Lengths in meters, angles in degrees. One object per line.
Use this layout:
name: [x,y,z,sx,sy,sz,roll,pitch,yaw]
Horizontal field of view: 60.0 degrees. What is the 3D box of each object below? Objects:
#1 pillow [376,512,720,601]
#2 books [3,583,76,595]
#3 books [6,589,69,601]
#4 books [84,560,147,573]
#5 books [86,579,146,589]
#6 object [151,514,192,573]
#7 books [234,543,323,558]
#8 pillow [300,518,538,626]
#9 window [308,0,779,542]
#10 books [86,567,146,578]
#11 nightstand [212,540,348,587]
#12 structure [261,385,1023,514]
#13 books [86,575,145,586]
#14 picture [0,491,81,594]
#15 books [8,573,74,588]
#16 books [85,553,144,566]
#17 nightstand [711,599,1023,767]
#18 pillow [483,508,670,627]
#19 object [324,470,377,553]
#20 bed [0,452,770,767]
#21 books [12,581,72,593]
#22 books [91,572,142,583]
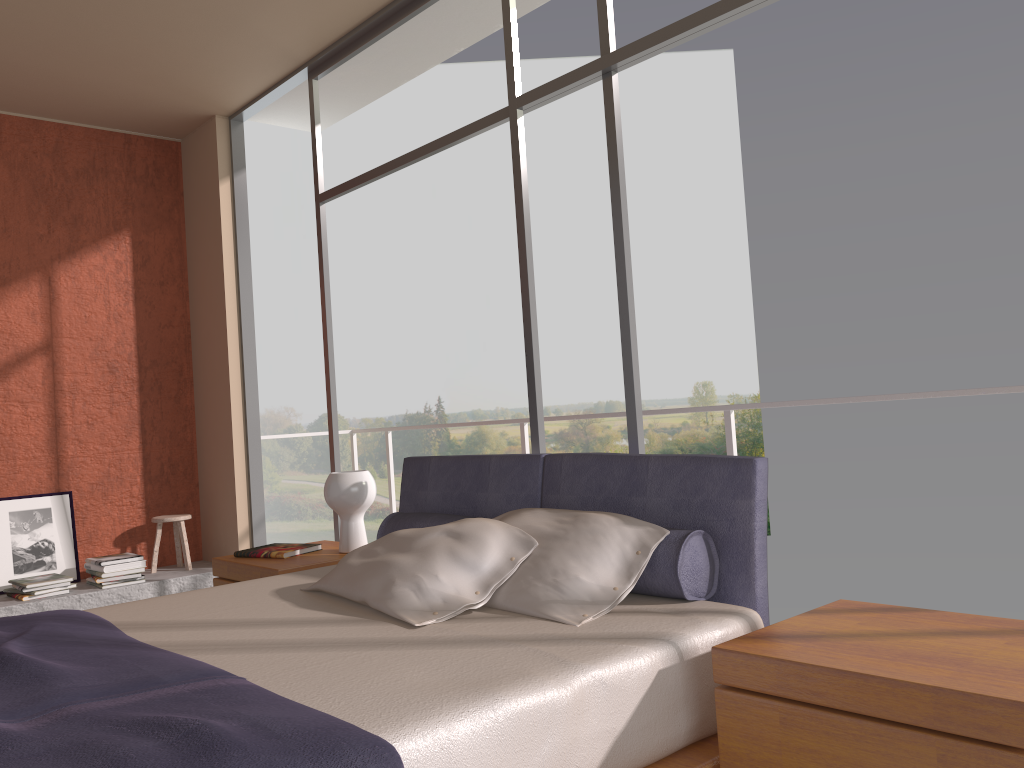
pillow: [0.031,0.542,2.924,0.205,0.201,1.470,-2,-3,-42]
books: [-2.678,1.159,5.034,0.328,0.018,0.247,-5,-3,33]
books: [-2.680,1.181,5.018,0.247,0.025,0.287,-2,-3,-45]
books: [-2.360,1.075,5.276,0.247,0.038,0.319,-2,-3,-44]
books: [-2.353,1.174,5.272,0.247,0.018,0.328,-2,-3,-40]
object: [-2.149,1.015,5.656,0.260,0.349,0.257,-5,-2,18]
books: [-1.022,0.730,3.885,0.287,0.025,0.247,-5,-3,29]
pillow: [-0.313,0.558,2.731,0.431,0.264,0.869,-2,-3,-34]
window: [0.955,-0.438,2.729,0.075,3.133,6.106,-2,-3,-42]
books: [-2.358,1.108,5.275,0.247,0.027,0.328,-2,-3,-40]
nightstand: [-0.882,1.011,3.832,0.562,0.556,0.628,-2,-3,-42]
structure: [1.191,0.548,3.102,0.728,1.005,7.689,-2,-3,-42]
books: [-2.359,1.157,5.277,0.247,0.018,0.287,-2,-3,-42]
picture: [-2.843,0.937,5.281,0.458,0.550,0.117,-2,-3,-42]
books: [-2.673,1.115,5.030,0.247,0.018,0.328,-2,-3,-45]
books: [-2.366,1.044,5.282,0.247,0.025,0.287,-2,-3,-42]
nightstand: [0.865,0.816,1.861,0.562,0.556,0.628,-2,-3,-42]
pillow: [0.061,0.517,2.587,0.400,0.265,0.791,-2,-3,-39]
object: [-0.688,0.545,3.805,0.224,0.338,0.224,-2,-3,-30]
bed: [-0.737,0.744,2.241,2.462,0.959,2.017,-2,-3,-42]
books: [-2.667,1.136,5.026,0.247,0.025,0.287,-2,-3,-39]
books: [-2.346,1.134,5.257,0.247,0.025,0.287,-2,-3,-31]
